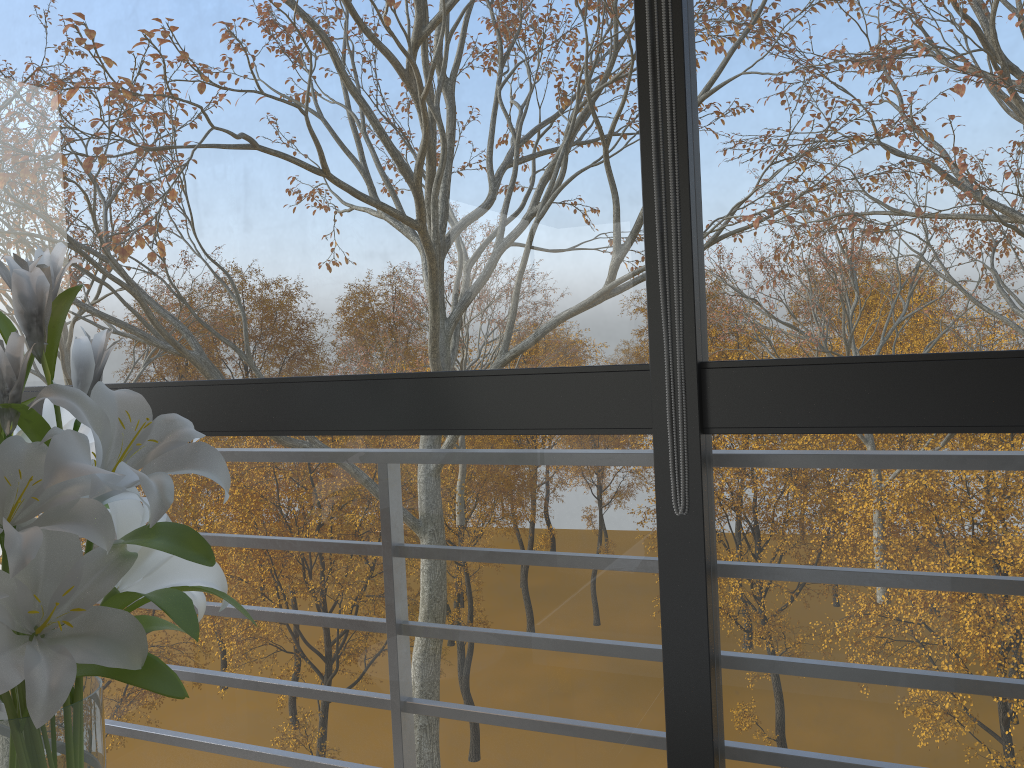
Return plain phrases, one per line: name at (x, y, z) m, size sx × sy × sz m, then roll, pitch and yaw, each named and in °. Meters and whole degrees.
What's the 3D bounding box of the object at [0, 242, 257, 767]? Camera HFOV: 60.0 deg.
object at (-0.570, 0.224, 1.024) m, size 0.460 × 0.795 × 0.450 m, roll -5°, pitch 3°, yaw -38°
